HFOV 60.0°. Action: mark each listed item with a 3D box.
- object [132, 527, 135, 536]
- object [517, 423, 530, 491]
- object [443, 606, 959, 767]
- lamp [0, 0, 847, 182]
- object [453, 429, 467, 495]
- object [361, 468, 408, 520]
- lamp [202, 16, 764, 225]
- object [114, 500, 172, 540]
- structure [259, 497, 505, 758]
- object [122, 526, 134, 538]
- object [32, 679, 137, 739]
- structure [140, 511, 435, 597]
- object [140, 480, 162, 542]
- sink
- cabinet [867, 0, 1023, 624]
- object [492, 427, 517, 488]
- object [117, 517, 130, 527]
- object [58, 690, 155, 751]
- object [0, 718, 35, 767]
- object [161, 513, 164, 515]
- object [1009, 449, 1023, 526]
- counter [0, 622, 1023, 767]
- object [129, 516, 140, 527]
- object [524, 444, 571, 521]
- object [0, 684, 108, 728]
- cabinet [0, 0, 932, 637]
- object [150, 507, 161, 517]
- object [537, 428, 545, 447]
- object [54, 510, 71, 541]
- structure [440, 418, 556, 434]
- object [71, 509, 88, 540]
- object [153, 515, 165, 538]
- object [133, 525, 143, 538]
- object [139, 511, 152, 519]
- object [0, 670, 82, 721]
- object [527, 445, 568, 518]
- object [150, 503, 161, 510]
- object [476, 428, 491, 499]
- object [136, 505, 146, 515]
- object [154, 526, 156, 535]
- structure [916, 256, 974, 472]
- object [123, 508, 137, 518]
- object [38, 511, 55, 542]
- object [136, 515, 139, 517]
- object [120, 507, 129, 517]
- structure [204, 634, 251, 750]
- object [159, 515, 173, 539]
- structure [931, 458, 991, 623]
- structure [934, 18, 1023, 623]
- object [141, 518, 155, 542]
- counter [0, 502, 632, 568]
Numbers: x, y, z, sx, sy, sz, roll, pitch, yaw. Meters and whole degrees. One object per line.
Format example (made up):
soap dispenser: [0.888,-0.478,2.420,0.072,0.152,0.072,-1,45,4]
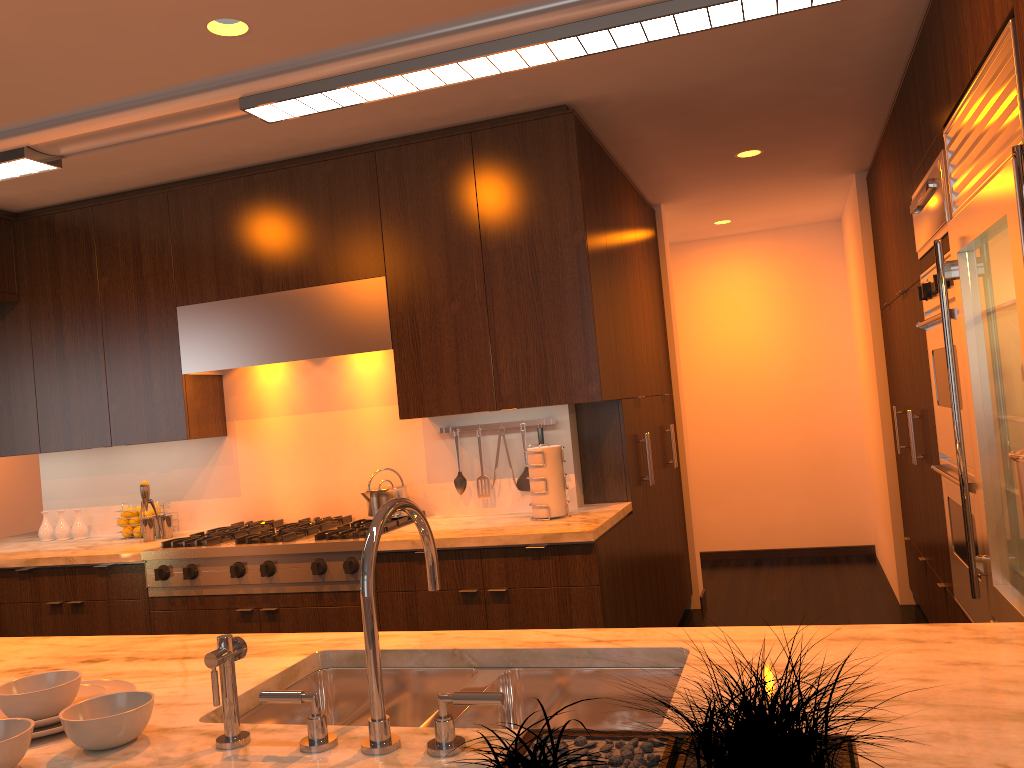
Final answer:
object: [-1.887,0.732,4.407,0.061,0.053,0.053,-5,-2,3]
object: [0.065,0.324,3.918,0.112,0.303,0.036,-6,-2,17]
object: [0.204,0.354,0.898,0.497,0.231,0.503,-6,-2,18]
lamp: [-0.584,-0.744,1.336,2.465,0.765,0.120,-6,-2,17]
object: [-0.240,0.350,3.995,0.061,0.296,0.020,-6,-2,16]
object: [-0.564,0.486,3.989,0.221,0.218,0.221,-5,-2,2]
lamp: [-6.794,-0.500,6.127,16.431,0.171,5.868,-6,-2,17]
object: [-1.827,0.669,4.402,0.207,0.175,0.189,-6,-2,15]
structure: [-0.171,0.345,1.286,0.321,0.341,0.310,-4,-2,-35]
object: [-1.883,0.724,4.349,0.060,0.057,0.052,-4,-2,-38]
object: [-0.821,0.574,1.546,0.310,0.021,0.309,-6,-2,17]
structure: [-0.951,0.649,3.965,1.067,0.422,0.824,-6,-2,17]
object: [-1.724,0.596,4.173,0.101,0.288,0.088,-4,-2,-42]
sink: [-0.088,0.641,1.530,0.813,0.176,0.457,-6,-2,17]
cabinet: [1.942,0.016,3.319,0.690,2.540,3.924,-6,-2,17]
object: [-0.045,0.327,3.936,0.114,0.271,0.008,-6,-2,17]
object: [-1.907,0.679,4.355,0.063,0.051,0.053,-6,-2,19]
object: [-0.631,0.533,1.390,0.139,0.059,0.138,-7,-2,43]
object: [-0.776,0.544,1.300,0.139,0.059,0.138,-7,-2,43]
object: [-1.771,0.673,4.448,0.053,0.054,0.061,-6,-2,7]
object: [0.708,0.252,1.068,0.159,0.349,0.159,-5,-2,-9]
counter: [-0.427,0.560,1.326,2.711,0.038,1.280,-6,-2,17]
object: [-1.845,0.675,4.347,0.052,0.053,0.062,-6,-2,22]
object: [0.140,0.399,3.656,0.168,0.304,0.160,-5,-2,-29]
object: [-0.822,0.570,1.546,0.217,0.025,0.216,-6,-2,35]
cabinet: [-0.945,0.028,2.238,5.521,2.997,7.728,-6,-2,17]
object: [-1.768,0.635,4.396,0.051,0.053,0.063,-5,-2,-27]
object: [0.135,0.331,3.878,0.063,0.281,0.063,-5,-2,-5]
object: [-2.329,0.732,4.593,0.079,0.154,0.079,-5,-2,0]
structure: [-0.070,0.187,3.951,0.541,0.031,0.048,-6,-2,21]
object: [-2.225,0.721,4.558,0.079,0.154,0.079,-5,-2,0]
object: [-1.695,0.687,4.279,0.060,0.106,0.060,-4,-2,-40]
object: [-1.822,0.724,4.344,0.064,0.063,0.074,-5,-2,-19]
object: [-1.794,0.648,4.344,0.061,0.052,0.053,-5,-2,-26]
object: [-0.824,0.549,1.547,0.139,0.059,0.138,-7,-2,43]
object: [0.145,0.400,3.647,0.144,0.286,0.149,-5,-2,-1]
object: [-1.794,0.626,4.458,0.050,0.060,0.059,-4,-2,-40]
object: [-0.136,0.356,3.966,0.066,0.314,0.004,-6,-2,17]
object: [-1.839,0.627,4.397,0.051,0.053,0.063,-4,-2,-38]
object: [-1.766,0.721,4.362,0.051,0.053,0.063,-4,-2,-32]
structure: [1.874,0.183,3.095,0.687,1.294,0.743,-6,-2,17]
object: [-1.870,0.632,4.346,0.063,0.051,0.053,-6,-2,8]
object: [-2.431,0.742,4.628,0.079,0.154,0.079,-5,-2,0]
object: [-1.868,0.675,4.398,0.064,0.053,0.051,-4,-2,-37]
object: [-1.905,0.640,4.385,0.057,0.060,0.052,-7,-2,39]
structure: [-0.427,0.461,1.332,0.050,0.161,0.067,-6,-2,17]
object: [-1.645,0.681,4.223,0.060,0.106,0.060,-4,-2,-40]
structure: [1.612,0.567,3.179,0.064,0.544,0.710,-6,-2,17]
structure: [1.595,0.227,2.281,0.687,2.129,0.915,-6,-2,17]
object: [-1.706,0.685,4.160,0.060,0.106,0.060,-4,-2,-40]
counter: [-1.449,0.719,3.635,3.616,0.038,3.187,-6,-2,17]
